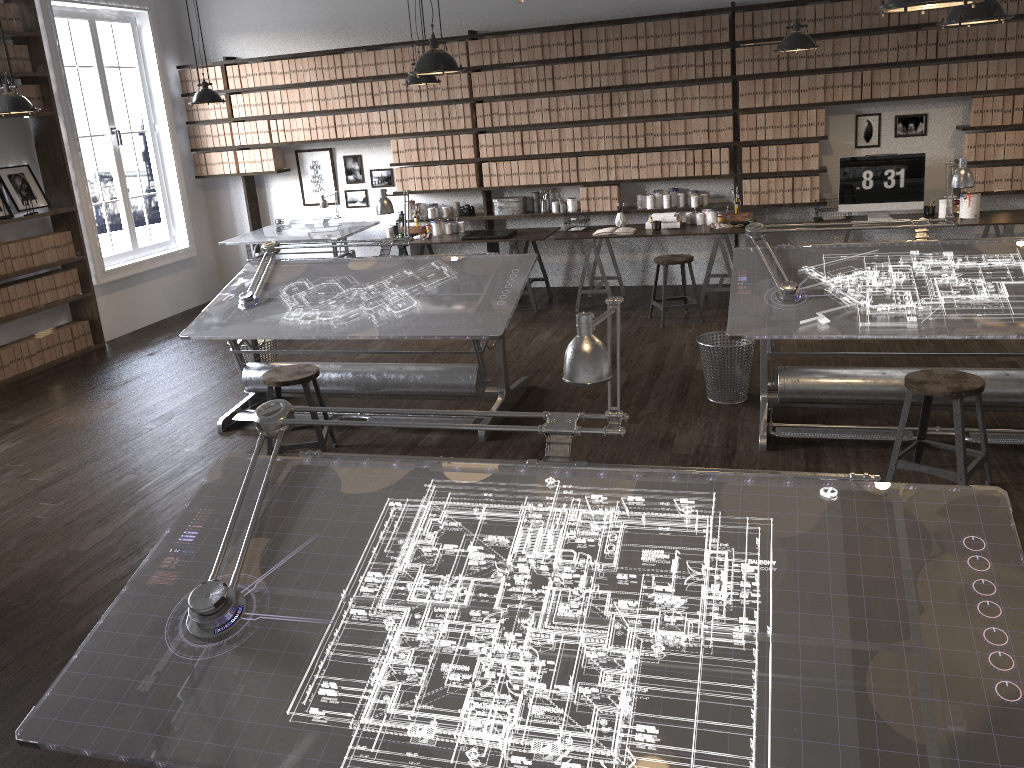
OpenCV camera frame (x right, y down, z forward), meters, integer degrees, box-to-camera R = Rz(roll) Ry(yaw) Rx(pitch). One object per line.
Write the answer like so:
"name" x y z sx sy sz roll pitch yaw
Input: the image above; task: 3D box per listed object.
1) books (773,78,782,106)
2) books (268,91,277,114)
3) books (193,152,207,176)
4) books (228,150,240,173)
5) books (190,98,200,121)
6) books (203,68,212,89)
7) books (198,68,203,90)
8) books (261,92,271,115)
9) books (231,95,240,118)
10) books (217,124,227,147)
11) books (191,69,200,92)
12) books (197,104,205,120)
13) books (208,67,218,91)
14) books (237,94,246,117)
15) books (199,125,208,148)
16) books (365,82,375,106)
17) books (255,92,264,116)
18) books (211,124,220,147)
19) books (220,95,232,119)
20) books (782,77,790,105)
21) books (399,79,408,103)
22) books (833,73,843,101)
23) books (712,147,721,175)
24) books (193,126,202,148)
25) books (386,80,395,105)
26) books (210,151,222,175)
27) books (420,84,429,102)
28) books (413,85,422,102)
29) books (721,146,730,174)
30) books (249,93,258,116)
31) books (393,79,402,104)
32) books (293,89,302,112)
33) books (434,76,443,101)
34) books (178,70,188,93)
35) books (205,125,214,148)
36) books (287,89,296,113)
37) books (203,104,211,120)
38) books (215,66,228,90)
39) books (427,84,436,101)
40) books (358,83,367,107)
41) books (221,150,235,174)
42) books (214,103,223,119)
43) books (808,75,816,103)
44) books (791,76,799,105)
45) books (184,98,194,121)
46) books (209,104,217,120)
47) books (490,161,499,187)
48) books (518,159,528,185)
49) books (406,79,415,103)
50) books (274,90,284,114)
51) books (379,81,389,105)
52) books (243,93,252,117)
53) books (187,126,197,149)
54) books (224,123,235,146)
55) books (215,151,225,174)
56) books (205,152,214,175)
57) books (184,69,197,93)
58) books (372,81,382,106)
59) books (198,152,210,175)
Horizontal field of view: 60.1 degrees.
"books" 2.245 -2.472 7.492 0.067 0.223 0.177 0 17 17
"books" -2.336 -2.795 8.807 0.067 0.222 0.177 0 17 17
"books" -3.232 -2.292 9.234 0.067 0.222 0.177 0 17 17
"books" -2.829 -2.285 9.108 0.067 0.223 0.177 0 17 17
"books" -3.197 -2.812 9.061 0.067 0.223 0.177 0 17 17
"books" -3.022 -3.073 8.933 0.067 0.222 0.177 0 17 17
"books" -3.089 -3.075 8.955 0.067 0.223 0.177 0 17 17
"books" -2.409 -2.795 8.823 0.067 0.223 0.177 0 17 17
"books" -2.741 -2.800 8.926 0.067 0.223 0.177 0 17 17
"books" -2.921 -2.548 9.055 0.067 0.223 0.177 0 17 17
"books" -3.157 -3.075 8.972 0.067 0.223 0.177 0 17 17
"books" -3.127 -2.811 9.042 0.067 0.222 0.177 0 17 17
"books" -2.956 -3.071 8.909 0.067 0.223 0.177 0 17 17
"books" -2.673 -2.798 8.902 0.067 0.222 0.177 0 17 17
"books" -3.127 -2.553 9.123 0.067 0.223 0.177 0 17 17
"books" -1.333 -2.778 8.496 0.067 0.223 0.177 0 17 17
"books" -2.479 -2.797 8.850 0.067 0.222 0.177 0 17 17
"books" -2.991 -2.551 9.082 0.067 0.222 0.177 0 17 17
"books" -2.870 -2.809 8.967 0.067 0.223 0.177 0 17 17
"books" 2.312 -2.470 7.470 0.067 0.222 0.177 0 17 17
"books" -0.993 -2.773 8.392 0.067 0.223 0.177 0 17 17
"books" 2.705 -2.465 7.351 0.067 0.223 0.177 0 17 17
"books" 1.797 -1.959 7.778 0.067 0.223 0.177 0 17 17
"books" -3.195 -2.554 9.143 0.067 0.222 0.177 0 17 17
"books" -1.124 -2.777 8.438 0.067 0.223 0.177 0 17 17
"books" -3.028 -2.288 9.169 0.067 0.222 0.177 0 17 17
"books" -0.799 -2.771 8.335 0.067 0.223 0.177 0 17 17
"books" -0.868 -2.772 8.357 0.067 0.222 0.177 0 17 17
"books" 1.872 -1.958 7.757 0.067 0.222 0.177 0 17 17
"books" -2.542 -2.798 8.867 0.067 0.222 0.177 0 17 17
"books" -1.056 -2.776 8.417 0.067 0.222 0.177 0 17 17
"books" -2.070 -2.789 8.719 0.067 0.223 0.177 0 17 17
"books" -0.664 -2.770 8.299 0.067 0.223 0.177 0 17 17
"books" -3.296 -3.076 9.011 0.067 0.223 0.177 0 17 17
"books" -3.061 -2.551 9.098 0.067 0.223 0.177 0 17 17
"books" -2.132 -2.792 8.744 0.067 0.222 0.177 0 17 17
"books" -3.067 -2.811 9.025 0.067 0.222 0.177 0 17 17
"books" -2.886 -3.070 8.890 0.067 0.222 0.177 0 17 17
"books" -0.731 -2.771 8.318 0.067 0.222 0.177 0 17 17
"books" -1.402 -2.781 8.523 0.067 0.222 0.177 0 17 17
"books" -2.899 -2.285 9.126 0.067 0.222 0.177 0 17 17
"books" -2.938 -2.810 8.987 0.067 0.222 0.177 0 17 17
"books" 2.508 -2.467 7.410 0.067 0.222 0.177 0 17 17
"books" 2.378 -2.468 7.446 0.067 0.223 0.177 0 17 17
"books" -3.263 -2.814 9.085 0.067 0.222 0.177 0 17 17
"books" -3.004 -2.809 9.002 0.067 0.223 0.177 0 17 17
"books" -0.147 -1.988 8.370 0.067 0.223 0.177 0 17 17
"books" 0.123 -1.984 8.288 0.067 0.222 0.177 0 17 17
"books" -0.928 -2.774 8.377 0.067 0.222 0.177 0 17 17
"books" -2.269 -2.793 8.782 0.067 0.223 0.177 0 17 17
"books" -1.193 -2.777 8.455 0.067 0.223 0.177 0 17 17
"books" -2.604 -2.797 8.881 0.067 0.223 0.177 0 17 17
"books" -3.261 -2.553 9.157 0.067 0.223 0.177 0 17 17
"books" -2.849 -2.549 9.038 0.067 0.222 0.177 0 17 17
"books" -2.968 -2.286 9.147 0.067 0.223 0.177 0 17 17
"books" -3.090 -2.290 9.190 0.067 0.222 0.177 0 17 17
"books" -3.227 -3.075 8.990 0.067 0.222 0.177 0 17 17
"books" -1.259 -2.779 8.480 0.067 0.222 0.177 0 17 17
"books" -3.162 -2.289 9.207 0.067 0.223 0.177 0 17 17
